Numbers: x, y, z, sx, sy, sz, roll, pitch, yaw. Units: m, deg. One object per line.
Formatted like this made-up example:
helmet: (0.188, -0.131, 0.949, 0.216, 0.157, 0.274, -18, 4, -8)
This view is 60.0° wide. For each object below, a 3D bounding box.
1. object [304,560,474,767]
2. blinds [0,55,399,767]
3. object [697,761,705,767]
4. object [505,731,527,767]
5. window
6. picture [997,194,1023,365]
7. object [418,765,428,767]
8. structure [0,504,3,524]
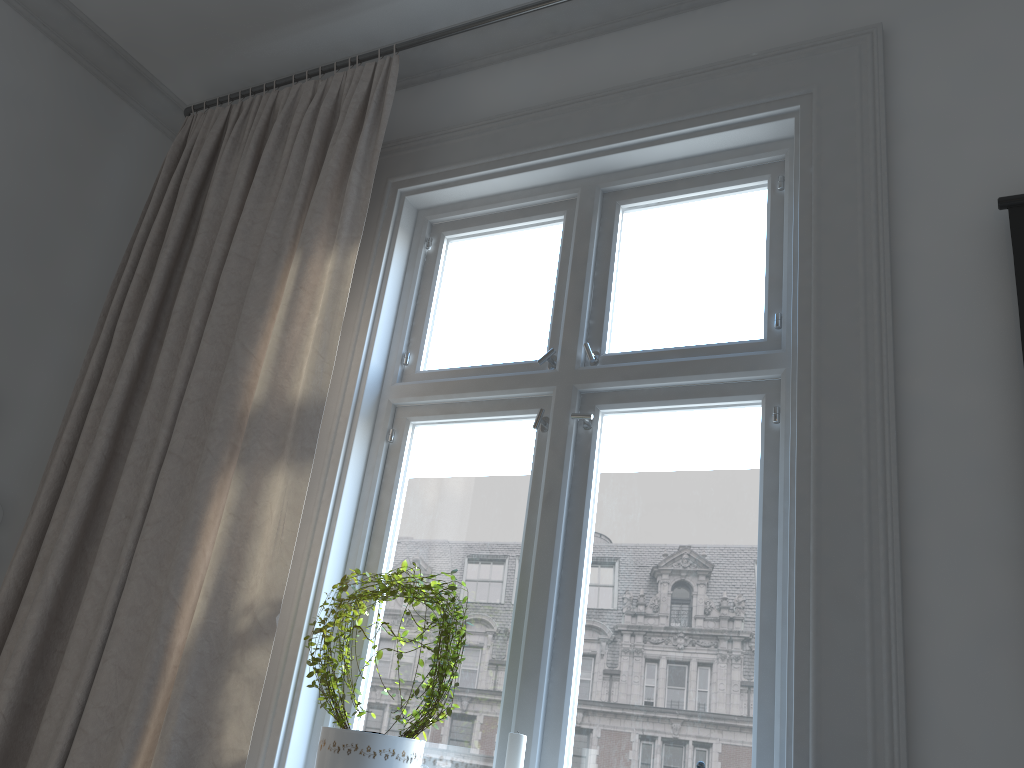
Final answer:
object: (-0.276, 0.650, 1.856, 0.385, 0.570, 0.218, 4, -23, 10)
blinds: (-0.854, 0.315, 1.999, 0.831, 2.630, 0.226, -4, -25, 28)
object: (0.294, 0.724, 1.408, 0.060, 0.233, 0.060, 15, -23, -17)
object: (0.000, 0.722, 1.611, 0.074, 0.172, 0.075, 14, -23, -14)
window: (-2.022, 0.930, 4.898, 7.983, 6.965, 12.036, -4, -26, 27)
picture: (1.193, 0.070, 1.292, 0.793, 1.305, 0.057, -4, -25, 28)
object: (-0.161, 0.808, 1.667, 0.059, 0.164, 0.197, 12, -23, -9)
structure: (-1.432, 0.406, 2.340, 0.024, 0.237, 0.147, -4, -25, 27)
